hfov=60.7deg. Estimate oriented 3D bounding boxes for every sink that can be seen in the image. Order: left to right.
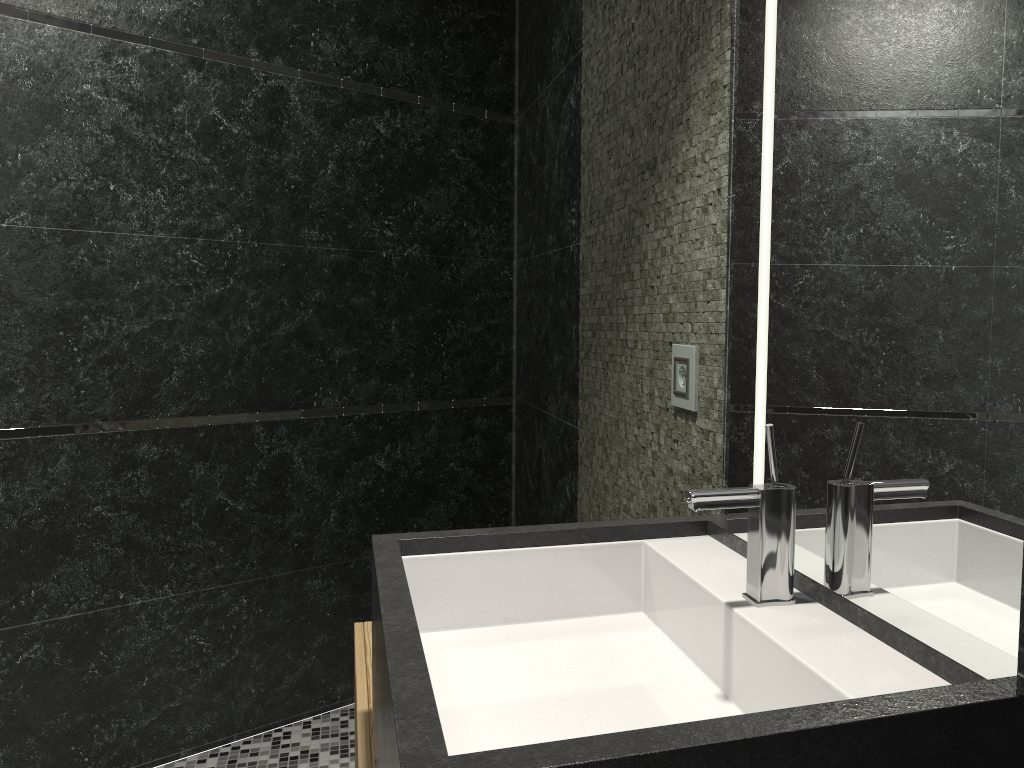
[{"bbox_3d":[0.152,0.259,1.131,0.565,0.408,0.694,0,4,-14],"label":"sink"}]

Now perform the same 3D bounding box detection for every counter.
[{"bbox_3d":[0.090,0.776,1.413,0.669,1.051,1.275,0,4,-12],"label":"counter"}]

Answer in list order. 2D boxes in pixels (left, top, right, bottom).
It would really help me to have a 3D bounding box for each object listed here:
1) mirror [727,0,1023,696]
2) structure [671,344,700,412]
[{"bbox_3d":[0.453,-0.511,1.116,0.044,1.575,0.653,0,4,-11],"label":"mirror"},{"bbox_3d":[0.346,-0.015,1.763,0.017,0.128,0.119,0,4,-11],"label":"structure"}]
